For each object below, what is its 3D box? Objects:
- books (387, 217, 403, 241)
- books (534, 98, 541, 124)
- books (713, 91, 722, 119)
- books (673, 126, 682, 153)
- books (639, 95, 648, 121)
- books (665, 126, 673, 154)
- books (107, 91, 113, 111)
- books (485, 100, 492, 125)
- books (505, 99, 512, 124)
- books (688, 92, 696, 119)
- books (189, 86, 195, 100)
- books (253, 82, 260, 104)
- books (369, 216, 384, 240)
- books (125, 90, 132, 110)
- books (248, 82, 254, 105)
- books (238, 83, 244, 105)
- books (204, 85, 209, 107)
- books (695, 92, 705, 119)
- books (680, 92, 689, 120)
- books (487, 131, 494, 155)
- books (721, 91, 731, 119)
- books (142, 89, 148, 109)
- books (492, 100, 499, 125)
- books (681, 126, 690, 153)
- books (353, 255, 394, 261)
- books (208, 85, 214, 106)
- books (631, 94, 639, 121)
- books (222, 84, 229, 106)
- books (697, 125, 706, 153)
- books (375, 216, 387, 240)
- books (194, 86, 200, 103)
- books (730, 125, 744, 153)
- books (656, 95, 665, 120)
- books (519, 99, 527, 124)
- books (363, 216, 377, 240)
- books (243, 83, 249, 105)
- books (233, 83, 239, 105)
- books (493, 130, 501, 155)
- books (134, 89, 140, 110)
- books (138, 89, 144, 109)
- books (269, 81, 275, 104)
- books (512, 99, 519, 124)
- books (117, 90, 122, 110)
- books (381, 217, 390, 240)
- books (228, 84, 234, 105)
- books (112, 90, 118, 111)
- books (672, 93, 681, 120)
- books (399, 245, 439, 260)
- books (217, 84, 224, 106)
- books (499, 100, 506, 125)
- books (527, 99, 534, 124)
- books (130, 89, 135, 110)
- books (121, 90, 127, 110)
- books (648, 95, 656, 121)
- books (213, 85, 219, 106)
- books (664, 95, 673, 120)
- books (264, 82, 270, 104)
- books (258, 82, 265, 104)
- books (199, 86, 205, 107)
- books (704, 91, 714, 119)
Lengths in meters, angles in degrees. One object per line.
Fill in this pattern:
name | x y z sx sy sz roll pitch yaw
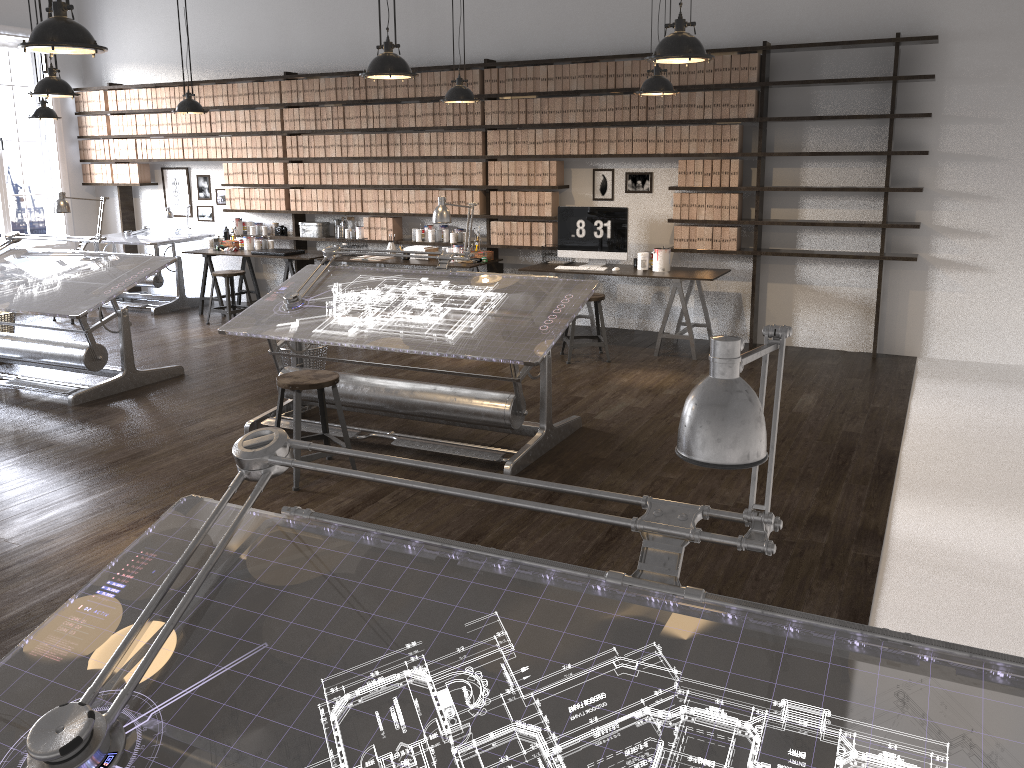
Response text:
books | -1.175 -1.559 8.888 0.067 0.223 0.176 5 14 25
books | 0.262 -2.450 7.970 0.067 0.223 0.176 5 14 25
books | 1.706 -2.286 7.278 0.067 0.223 0.176 5 14 25
books | 1.413 -2.059 7.474 0.067 0.223 0.176 5 14 25
books | 1.141 -2.350 7.546 0.067 0.223 0.176 5 14 25
books | 1.352 -2.067 7.506 0.067 0.223 0.176 5 14 25
books | -4.575 -3.270 10.244 0.067 0.223 0.176 5 14 25
books | -0.181 -2.501 8.184 0.067 0.223 0.176 5 14 25
books | 0.006 -2.480 8.095 0.067 0.223 0.176 5 14 25
books | 1.522 -2.307 7.367 0.067 0.223 0.176 5 14 25
books | -3.439 -3.141 9.698 0.067 0.223 0.176 5 14 25
books | -2.632 -3.048 9.307 0.067 0.223 0.176 5 14 25
books | -1.366 -1.581 8.979 0.067 0.223 0.176 5 14 25
books | -4.314 -3.240 10.118 0.067 0.223 0.176 5 14 25
books | -2.691 -3.054 9.330 0.067 0.223 0.176 5 14 25
books | -2.819 -3.069 9.396 0.067 0.223 0.176 5 14 25
books | -3.249 -3.119 9.605 0.067 0.223 0.176 5 14 25
books | 1.577 -2.300 7.338 0.067 0.223 0.176 5 14 25
books | 1.459 -2.313 7.392 0.067 0.223 0.176 5 14 25
books | -0.159 -2.238 8.229 0.067 0.223 0.176 5 14 25
books | 1.770 -2.280 7.250 0.067 0.223 0.176 5 14 25
books | -4.074 -3.212 9.999 0.067 0.223 0.176 5 14 25
books | -0.118 -2.493 8.150 0.067 0.223 0.176 5 14 25
books | 1.475 -2.051 7.440 0.067 0.223 0.176 5 14 25
books | -1.333 -1.211 8.465 0.355 0.029 0.258 7 16 26
books | -3.190 -3.111 9.571 0.067 0.223 0.176 5 14 25
books | 1.077 -2.358 7.583 0.067 0.223 0.176 5 14 25
books | -3.008 -3.090 9.485 0.067 0.223 0.176 5 14 25
books | 1.598 -2.038 7.385 0.067 0.223 0.176 5 14 25
books | -1.302 -1.574 8.949 0.067 0.223 0.176 5 14 25
books | -3.378 -3.133 9.663 0.067 0.223 0.176 5 14 25
books | 1.845 -2.009 7.263 0.067 0.223 0.176 5 14 25
books | 1.272 -2.335 7.484 0.067 0.223 0.176 5 14 25
books | 0.130 -2.465 8.032 0.067 0.223 0.176 5 14 25
books | -1.429 -1.587 9.003 0.067 0.223 0.176 5 14 25
books | -2.755 -3.061 9.362 0.067 0.223 0.176 5 14 25
books | -2.880 -3.077 9.429 0.067 0.223 0.176 5 14 25
books | -0.104 -2.230 8.198 0.067 0.223 0.176 5 14 25
books | -4.192 -3.225 10.053 0.067 0.223 0.176 5 14 25
books | -4.130 -3.219 10.028 0.067 0.223 0.176 5 14 25
books | -2.440 -3.026 9.213 0.067 0.223 0.176 5 14 25
books | 0.066 -2.473 8.069 0.067 0.223 0.176 5 14 25
books | -4.441 -3.255 10.179 0.067 0.223 0.176 5 14 25
books | -1.241 -1.566 8.914 0.067 0.223 0.176 5 14 25
books | -2.944 -3.084 9.458 0.067 0.223 0.176 5 14 25
books | -4.511 -3.261 10.207 0.067 0.223 0.176 5 14 25
books | 1.402 -2.321 7.426 0.067 0.223 0.176 5 14 25
books | -0.899 -1.265 8.438 0.295 0.146 0.389 6 16 25
books | -3.073 -3.098 9.518 0.067 0.223 0.176 5 14 25
books | -0.053 -2.485 8.118 0.067 0.223 0.176 5 14 25
books | 0.200 -2.458 8.004 0.067 0.223 0.176 5 14 25
books | -4.250 -3.233 10.087 0.067 0.223 0.176 5 14 25
books | -4.379 -3.247 10.145 0.067 0.223 0.176 5 14 25
books | 1.211 -2.343 7.518 0.067 0.223 0.176 5 14 25
books | -3.129 -3.105 9.546 0.067 0.223 0.176 5 14 25
books | 1.338 -2.329 7.457 0.067 0.223 0.176 5 14 25
books | -2.501 -3.034 9.247 0.067 0.223 0.176 5 14 25
books | -2.564 -3.041 9.275 0.067 0.223 0.176 5 14 25
books | -3.312 -3.126 9.636 0.067 0.223 0.176 5 14 25
books | 1.642 -2.293 7.305 0.067 0.223 0.176 5 14 25
